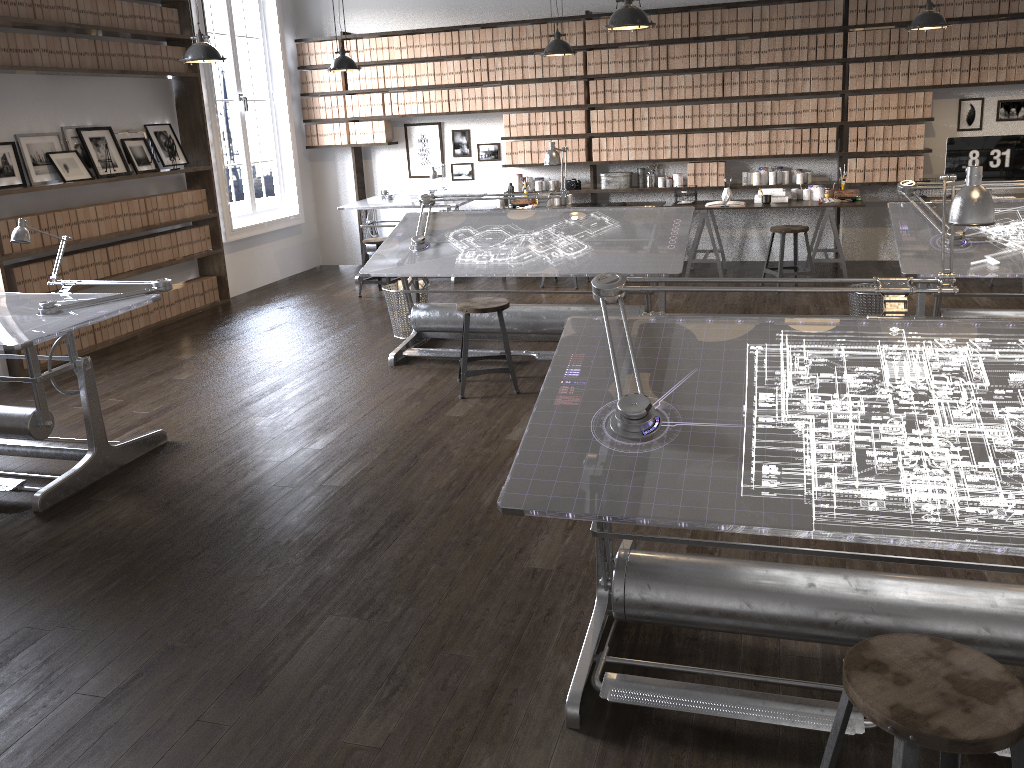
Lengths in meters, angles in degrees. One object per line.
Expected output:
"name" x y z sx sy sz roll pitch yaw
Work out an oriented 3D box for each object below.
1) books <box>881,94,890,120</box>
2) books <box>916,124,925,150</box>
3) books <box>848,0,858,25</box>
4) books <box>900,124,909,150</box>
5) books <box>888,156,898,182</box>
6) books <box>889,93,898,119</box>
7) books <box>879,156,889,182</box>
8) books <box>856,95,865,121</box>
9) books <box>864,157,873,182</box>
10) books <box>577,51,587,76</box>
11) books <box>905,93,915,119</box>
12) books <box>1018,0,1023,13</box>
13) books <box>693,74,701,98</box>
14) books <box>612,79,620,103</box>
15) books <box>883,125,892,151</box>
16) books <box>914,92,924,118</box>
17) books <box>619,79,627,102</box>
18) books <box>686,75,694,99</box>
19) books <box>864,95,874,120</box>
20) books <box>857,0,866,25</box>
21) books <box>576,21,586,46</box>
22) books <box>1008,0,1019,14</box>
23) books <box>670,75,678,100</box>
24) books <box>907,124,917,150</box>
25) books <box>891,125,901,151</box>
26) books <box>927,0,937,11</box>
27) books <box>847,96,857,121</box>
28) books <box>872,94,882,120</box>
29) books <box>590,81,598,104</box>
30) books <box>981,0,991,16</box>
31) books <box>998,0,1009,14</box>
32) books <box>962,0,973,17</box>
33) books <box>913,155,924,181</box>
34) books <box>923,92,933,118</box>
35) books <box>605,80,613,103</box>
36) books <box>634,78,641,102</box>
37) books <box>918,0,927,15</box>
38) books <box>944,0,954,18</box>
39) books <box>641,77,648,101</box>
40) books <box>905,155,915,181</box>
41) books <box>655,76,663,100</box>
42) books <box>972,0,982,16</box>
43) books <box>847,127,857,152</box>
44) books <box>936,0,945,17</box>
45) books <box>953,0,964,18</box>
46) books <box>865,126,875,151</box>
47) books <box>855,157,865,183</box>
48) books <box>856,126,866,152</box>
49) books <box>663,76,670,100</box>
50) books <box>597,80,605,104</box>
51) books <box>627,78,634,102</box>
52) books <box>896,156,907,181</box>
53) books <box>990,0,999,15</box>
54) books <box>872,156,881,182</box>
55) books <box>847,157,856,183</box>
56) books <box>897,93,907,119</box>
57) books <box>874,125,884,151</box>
"books" 3.341 -2.485 7.946 0.067 0.223 0.177 1 16 17
"books" 3.643 -2.211 7.927 0.067 0.223 0.177 1 16 17
"books" 3.010 -3.282 7.832 0.067 0.223 0.177 1 16 17
"books" 3.518 -2.214 7.961 0.067 0.223 0.177 1 16 17
"books" 3.456 -1.953 8.053 0.067 0.223 0.177 1 16 17
"books" 3.404 -2.481 7.923 0.067 0.223 0.177 1 16 17
"books" 3.387 -1.957 8.079 0.067 0.223 0.177 1 16 17
"books" 3.145 -2.492 8.006 0.067 0.223 0.177 1 16 17
"books" 3.261 -1.960 8.110 0.067 0.223 0.177 1 16 17
"books" 0.681 -3.105 8.595 0.067 0.223 0.177 1 16 17
"books" 3.538 -2.478 7.889 0.067 0.223 0.176 1 16 17
"books" 4.287 -3.233 7.445 0.067 0.223 0.176 1 16 17
"books" 1.751 -2.802 8.346 0.067 0.223 0.177 1 16 17
"books" 1.018 -2.830 8.567 0.067 0.223 0.176 1 16 17
"books" 3.387 -2.221 8.006 0.067 0.223 0.176 1 16 17
"books" 3.605 -2.474 7.865 0.067 0.223 0.176 1 16 17
"books" 1.087 -2.829 8.550 0.067 0.223 0.176 1 16 17
"books" 1.682 -2.804 8.366 0.067 0.223 0.177 1 16 17
"books" 3.211 -2.489 7.982 0.067 0.223 0.177 1 16 17
"books" 3.079 -3.278 7.806 0.067 0.223 0.177 1 16 17
"books" 0.673 -3.369 8.523 0.067 0.223 0.177 1 16 17
"books" 4.221 -3.237 7.470 0.067 0.223 0.177 1 16 17
"books" 1.548 -2.812 8.414 0.067 0.223 0.176 1 16 17
"books" 3.584 -2.213 7.946 0.067 0.223 0.177 1 16 17
"books" 3.455 -2.219 7.986 0.067 0.223 0.177 1 16 17
"books" 3.613 -3.258 7.646 0.067 0.223 0.177 1 16 17
"books" 3.078 -2.495 8.027 0.067 0.223 0.176 1 16 17
"books" 3.281 -2.486 7.963 0.067 0.223 0.177 1 16 17
"books" 0.808 -2.839 8.634 0.067 0.223 0.177 1 16 17
"books" 4.014 -3.244 7.529 0.067 0.223 0.177 1 16 17
"books" 4.147 -3.238 7.486 0.067 0.223 0.177 1 16 17
"books" 3.883 -3.247 7.564 0.067 0.223 0.177 1 16 17
"books" 3.665 -1.947 7.995 0.067 0.223 0.176 1 16 17
"books" 3.674 -2.473 7.849 0.067 0.223 0.177 1 16 17
"books" 0.951 -2.834 8.592 0.067 0.223 0.177 1 16 17
"books" 1.218 -2.822 8.505 0.067 0.223 0.177 1 16 17
"books" 3.544 -3.261 7.669 0.067 0.223 0.177 1 16 17
"books" 3.749 -3.255 7.612 0.067 0.223 0.176 1 16 17
"books" 1.283 -2.821 8.490 0.067 0.223 0.177 1 16 17
"books" 3.596 -1.948 8.012 0.067 0.223 0.176 1 16 17
"books" 1.412 -2.815 8.448 0.067 0.223 0.177 1 16 17
"books" 3.953 -3.245 7.543 0.067 0.223 0.177 1 16 17
"books" 3.109 -2.232 8.090 0.067 0.223 0.177 1 16 17
"books" 3.682 -3.257 7.630 0.067 0.223 0.177 1 16 17
"books" 3.815 -3.251 7.588 0.067 0.223 0.176 1 16 17
"books" 3.252 -2.227 8.047 0.067 0.223 0.177 1 16 17
"books" 3.192 -1.963 8.130 0.067 0.223 0.177 1 16 17
"books" 3.178 -2.228 8.063 0.067 0.223 0.177 1 16 17
"books" 1.480 -2.813 8.432 0.067 0.223 0.177 1 16 17
"books" 0.878 -2.835 8.608 0.067 0.223 0.177 1 16 17
"books" 1.155 -2.826 8.530 0.067 0.223 0.177 1 16 17
"books" 3.529 -1.952 8.037 0.067 0.223 0.177 1 16 17
"books" 4.078 -3.242 7.513 0.067 0.223 0.177 1 16 17
"books" 3.323 -1.959 8.096 0.067 0.223 0.177 1 16 17
"books" 3.124 -1.966 8.154 0.067 0.223 0.176 1 16 17
"books" 3.470 -2.480 7.909 0.067 0.223 0.177 1 16 17
"books" 3.318 -2.223 8.022 0.067 0.223 0.176 1 16 17
